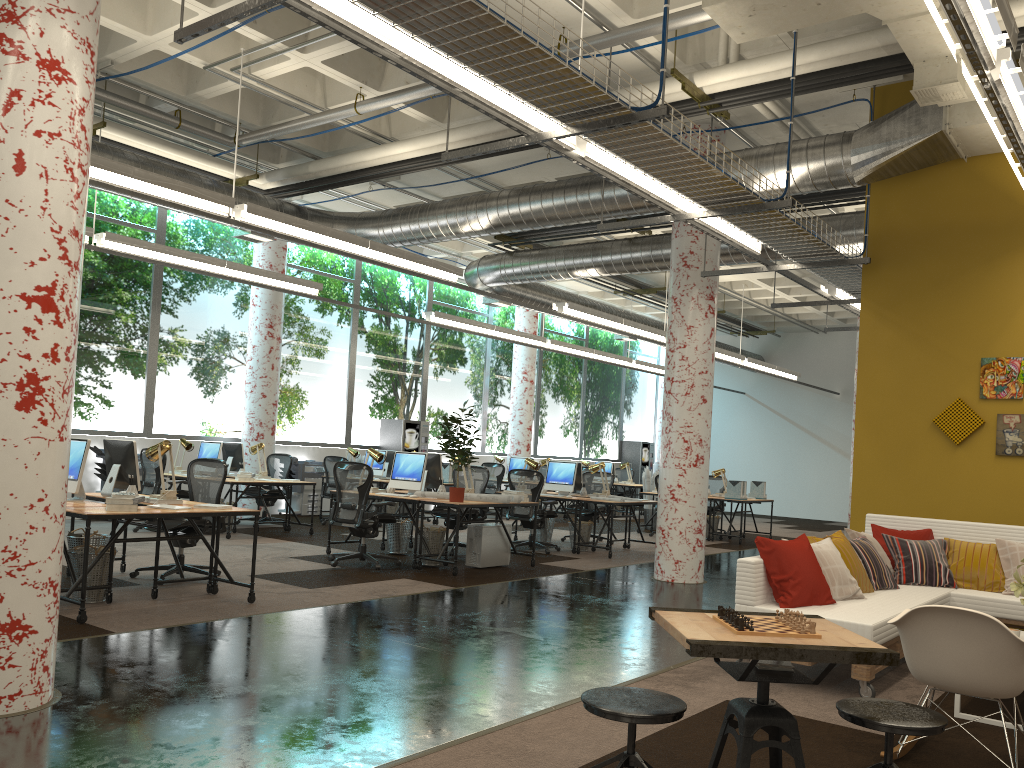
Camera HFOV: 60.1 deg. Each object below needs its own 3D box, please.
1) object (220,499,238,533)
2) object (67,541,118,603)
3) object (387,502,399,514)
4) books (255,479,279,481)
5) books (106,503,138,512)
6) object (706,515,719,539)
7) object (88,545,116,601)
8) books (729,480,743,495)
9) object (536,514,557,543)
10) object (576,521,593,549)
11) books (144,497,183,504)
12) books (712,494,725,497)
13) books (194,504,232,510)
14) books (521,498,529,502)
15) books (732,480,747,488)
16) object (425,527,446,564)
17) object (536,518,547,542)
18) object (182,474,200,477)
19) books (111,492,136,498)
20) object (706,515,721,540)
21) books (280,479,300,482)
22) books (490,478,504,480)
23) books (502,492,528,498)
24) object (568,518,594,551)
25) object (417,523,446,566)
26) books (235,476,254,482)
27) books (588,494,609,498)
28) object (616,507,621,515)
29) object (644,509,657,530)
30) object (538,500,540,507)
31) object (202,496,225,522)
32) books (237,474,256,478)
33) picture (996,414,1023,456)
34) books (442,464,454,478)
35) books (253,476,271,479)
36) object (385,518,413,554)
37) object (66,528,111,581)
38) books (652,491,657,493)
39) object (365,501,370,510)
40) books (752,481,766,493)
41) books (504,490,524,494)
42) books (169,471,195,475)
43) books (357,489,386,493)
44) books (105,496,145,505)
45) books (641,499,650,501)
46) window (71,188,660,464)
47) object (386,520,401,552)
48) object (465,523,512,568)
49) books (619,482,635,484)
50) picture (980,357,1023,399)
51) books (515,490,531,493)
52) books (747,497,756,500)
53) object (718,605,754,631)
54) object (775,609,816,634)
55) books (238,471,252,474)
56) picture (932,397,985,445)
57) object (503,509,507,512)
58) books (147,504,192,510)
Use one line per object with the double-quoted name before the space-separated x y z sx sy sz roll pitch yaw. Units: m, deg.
"object" -3.900 1.782 11.966 0.358 0.434 0.354 1 -3 34
"object" -3.162 1.408 6.649 0.358 0.434 0.354 1 -3 34
"object" -1.965 2.105 14.512 0.235 0.402 0.120 2 -2 38
"books" -3.305 1.297 11.952 0.243 0.019 0.206 2 -5 15
"books" -2.767 0.867 6.274 0.200 0.050 0.272 5 -5 -25
"object" 3.466 2.483 15.385 0.235 0.402 0.120 2 -2 38
"object" -3.112 1.429 6.708 0.235 0.402 0.120 2 -2 38
"books" 3.744 1.775 14.825 0.233 0.310 0.068 1 -2 37
"object" 0.477 2.122 13.128 0.358 0.434 0.354 1 -3 34
"object" 0.988 2.098 12.277 0.235 0.402 0.120 2 -2 38
"books" -2.829 0.934 7.118 0.308 0.038 0.226 0 -6 37
"books" 3.748 1.988 15.795 0.308 0.038 0.226 0 -6 37
"books" -2.325 0.954 6.885 0.200 0.024 0.236 2 -5 11
"books" 0.025 1.292 9.942 0.271 0.050 0.201 0 -5 35
"books" 3.833 1.790 14.943 0.233 0.310 0.068 1 -2 37
"object" -0.847 1.773 9.743 0.235 0.402 0.120 2 -2 38
"object" 0.425 2.128 13.068 0.235 0.402 0.120 2 -2 38
"object" -4.310 1.242 11.983 0.438 0.017 0.119 0 -6 37
"books" -2.762 0.790 6.294 0.153 0.030 0.185 5 -5 -25
"object" 3.415 2.461 15.325 0.358 0.434 0.354 1 -3 34
"books" -3.063 1.328 12.202 0.200 0.024 0.236 2 -5 11
"books" -0.346 1.935 18.093 0.308 0.038 0.226 0 -6 37
"books" 0.029 1.247 9.971 0.193 0.044 0.257 6 -5 -35
"object" 0.937 2.077 12.217 0.358 0.434 0.354 1 -3 34
"object" -0.898 1.752 9.684 0.358 0.434 0.354 1 -3 34
"books" -3.505 1.241 11.592 0.200 0.050 0.272 5 -5 -25
"books" 1.270 1.604 12.687 0.308 0.038 0.226 0 -6 37
"object" 2.397 2.804 20.270 0.235 0.402 0.120 2 -2 38
"object" 2.652 2.557 16.722 0.353 0.398 0.353 4 -3 -8
"object" 0.438 2.490 17.685 0.235 0.402 0.120 2 -2 38
"object" -4.360 1.827 12.877 0.358 0.434 0.354 1 -3 34
"books" -3.487 1.197 11.615 0.193 0.044 0.258 4 -4 -5
"picture" 4.283 0.435 7.567 0.252 0.355 0.027 1 -2 37
"books" -1.078 1.495 14.757 0.233 0.310 0.068 1 -2 37
"books" -3.567 1.308 12.435 0.308 0.038 0.226 0 -6 37
"object" -1.358 1.797 10.594 0.358 0.434 0.354 1 -3 34
"object" -3.622 1.453 7.559 0.358 0.434 0.354 1 -3 34
"books" 2.682 1.927 15.793 0.308 0.038 0.226 0 -6 37
"object" -2.529 2.135 15.303 0.235 0.402 0.120 2 -2 38
"books" 4.354 1.873 15.630 0.233 0.310 0.068 1 -2 37
"books" 0.021 1.214 9.960 0.185 0.030 0.153 0 -5 35
"books" -4.633 1.248 12.433 0.308 0.038 0.226 0 -6 37
"books" -1.631 1.218 10.151 0.308 0.038 0.226 0 -6 37
"books" -2.749 0.823 6.298 0.193 0.044 0.258 4 -4 -5
"books" 1.793 1.632 12.515 0.243 0.019 0.205 4 -5 -15
"window" -3.601 -0.765 15.854 0.050 3.756 26.280 2 -4 37
"object" -1.410 1.803 10.534 0.235 0.402 0.120 2 -2 38
"object" -0.254 1.801 9.926 0.221 0.454 0.543 2 -3 37
"books" 2.679 2.310 20.680 0.308 0.038 0.226 0 -6 37
"picture" 4.229 -0.051 7.642 0.331 0.355 0.027 1 -2 37
"books" 0.204 1.543 12.685 0.308 0.038 0.226 0 -6 37
"books" 4.120 1.986 15.386 0.200 0.024 0.236 2 -5 11
"object" 0.734 0.761 2.916 0.056 0.053 0.250 3 -4 -2
"object" 0.935 0.774 2.925 0.056 0.053 0.251 3 -4 -2
"books" -3.500 1.165 11.611 0.153 0.030 0.185 5 -5 -25
"picture" 3.942 0.330 7.821 0.424 0.424 0.047 1 -3 37
"object" -0.125 2.520 18.476 0.235 0.402 0.120 2 -2 38
"books" -2.567 0.923 6.635 0.243 0.019 0.206 2 -5 15
